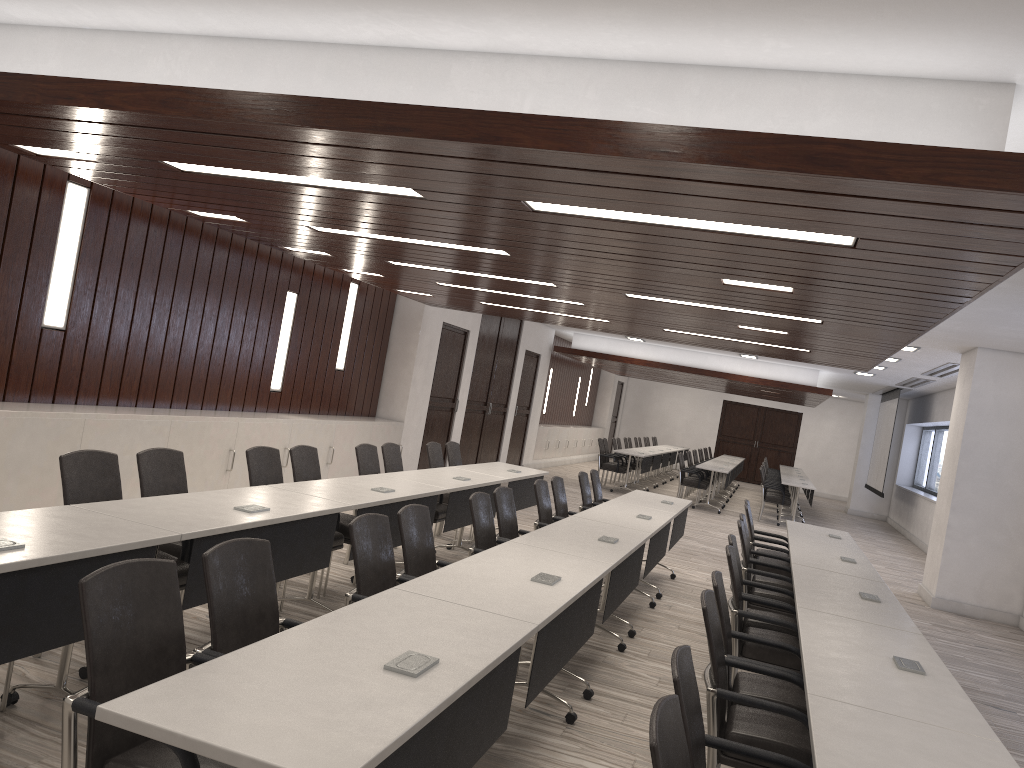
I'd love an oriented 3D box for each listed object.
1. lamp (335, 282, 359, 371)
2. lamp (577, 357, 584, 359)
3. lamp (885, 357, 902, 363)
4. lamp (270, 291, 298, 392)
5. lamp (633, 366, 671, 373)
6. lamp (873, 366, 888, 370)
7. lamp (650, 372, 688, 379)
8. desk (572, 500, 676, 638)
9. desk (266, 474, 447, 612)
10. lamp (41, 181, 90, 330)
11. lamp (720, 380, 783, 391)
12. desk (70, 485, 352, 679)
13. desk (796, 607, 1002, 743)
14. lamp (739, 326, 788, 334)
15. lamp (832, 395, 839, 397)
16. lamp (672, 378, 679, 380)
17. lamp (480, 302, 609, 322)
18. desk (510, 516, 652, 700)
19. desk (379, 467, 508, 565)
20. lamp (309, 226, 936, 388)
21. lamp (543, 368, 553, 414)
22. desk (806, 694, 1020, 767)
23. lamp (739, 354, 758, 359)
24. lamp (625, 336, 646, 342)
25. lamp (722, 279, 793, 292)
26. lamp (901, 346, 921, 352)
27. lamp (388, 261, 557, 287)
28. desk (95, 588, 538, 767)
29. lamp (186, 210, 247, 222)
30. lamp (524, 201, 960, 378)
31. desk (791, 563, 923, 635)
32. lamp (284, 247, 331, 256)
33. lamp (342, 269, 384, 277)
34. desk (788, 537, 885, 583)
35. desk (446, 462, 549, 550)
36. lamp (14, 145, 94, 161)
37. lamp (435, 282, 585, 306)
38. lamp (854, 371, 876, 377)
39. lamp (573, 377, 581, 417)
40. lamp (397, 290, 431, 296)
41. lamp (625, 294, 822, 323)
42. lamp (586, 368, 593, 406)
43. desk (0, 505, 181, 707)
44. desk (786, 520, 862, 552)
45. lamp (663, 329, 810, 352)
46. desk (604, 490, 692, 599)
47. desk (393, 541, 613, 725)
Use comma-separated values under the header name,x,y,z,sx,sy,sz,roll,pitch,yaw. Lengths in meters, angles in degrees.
name,x,y,z,sx,sy,sz,roll,pitch,yaw
lamp,-2.025,-0.696,10.652,0.094,1.058,0.236,10,0,17
lamp,1.489,-0.577,18.886,0.464,0.045,0.236,10,0,17
lamp,5.365,-0.407,12.663,0.324,0.120,0.519,10,0,17
lamp,-2.456,-0.453,9.388,0.094,1.058,0.236,10,0,17
lamp,2.946,-0.323,18.438,1.496,0.045,0.236,10,0,17
lamp,5.827,-0.320,14.215,0.324,0.120,0.519,10,0,17
lamp,3.385,-0.241,19.912,1.496,0.045,0.236,10,0,17
desk,0.840,1.393,6.880,0.577,0.795,1.509,10,0,17
desk,-1.027,1.062,5.860,0.577,0.795,1.509,10,0,17
lamp,-3.279,-0.932,6.441,0.094,1.058,0.236,10,0,17
lamp,4.889,0.014,17.841,1.496,0.045,0.236,10,0,17
desk,-1.461,0.981,4.403,0.577,0.795,1.509,10,0,17
desk,1.384,1.475,3.529,0.577,0.795,1.509,10,0,17
lamp,2.195,-0.497,7.746,0.421,0.046,0.236,10,0,17
lamp,8.968,0.271,24.764,0.324,0.120,0.519,10,0,17
lamp,3.761,-0.170,21.176,1.496,0.045,0.236,10,0,17
lamp,0.343,-0.814,9.694,1.496,0.045,0.236,10,0,17
desk,0.406,1.311,5.420,0.577,0.795,1.509,10,0,17
desk,-0.592,1.144,7.320,0.577,0.795,1.509,10,0,17
lamp,3.555,-0.503,11.319,1.469,0.552,14.296,10,0,40
lamp,0.774,0.155,20.238,0.094,1.058,0.236,10,0,17
desk,0.952,1.394,2.080,0.577,0.795,1.509,10,0,17
lamp,4.399,-0.561,16.441,0.324,0.120,0.519,10,0,17
lamp,2.383,-0.912,17.061,0.324,0.120,0.519,10,0,17
lamp,1.506,-0.627,5.429,0.421,0.046,0.236,10,0,17
lamp,4.877,-0.499,11.024,0.324,0.120,0.519,10,0,17
lamp,-0.346,-0.943,7.378,1.496,0.045,0.236,10,0,17
desk,-0.459,1.148,2.514,0.577,0.795,1.509,10,0,17
lamp,-2.180,-1.268,6.562,0.464,0.045,0.236,10,0,17
lamp,3.900,-0.452,8.782,1.499,0.552,12.001,10,0,33
desk,1.817,1.557,4.986,0.577,0.795,1.509,10,0,17
lamp,-1.804,-1.197,7.826,0.464,0.045,0.236,10,0,17
lamp,-1.491,-1.138,8.879,0.464,0.045,0.236,10,0,17
desk,2.252,1.639,6.446,0.577,0.795,1.509,10,0,17
desk,-0.158,1.226,8.778,0.577,0.795,1.509,10,0,17
lamp,-2.619,-1.350,5.089,0.464,0.045,0.236,10,0,17
lamp,-0.033,-0.884,8.430,1.496,0.045,0.236,10,0,17
lamp,6.315,-0.229,15.853,0.324,0.120,0.519,10,0,17
lamp,1.651,0.321,23.186,0.094,1.058,0.236,10,0,17
lamp,-1.115,-1.067,10.142,0.464,0.045,0.236,10,0,17
lamp,1.597,-0.606,6.780,1.496,0.045,0.236,10,0,17
lamp,2.082,0.078,24.450,0.094,1.058,0.236,10,0,17
desk,-1.892,0.900,2.955,0.577,0.795,1.509,10,0,17
desk,2.686,1.720,7.904,0.577,0.795,1.509,10,0,17
lamp,2.286,-0.476,9.097,1.496,0.045,0.236,10,0,17
desk,1.274,1.475,8.338,0.577,0.795,1.509,10,0,17
desk,-0.028,1.230,3.963,0.577,0.795,1.509,10,0,17
